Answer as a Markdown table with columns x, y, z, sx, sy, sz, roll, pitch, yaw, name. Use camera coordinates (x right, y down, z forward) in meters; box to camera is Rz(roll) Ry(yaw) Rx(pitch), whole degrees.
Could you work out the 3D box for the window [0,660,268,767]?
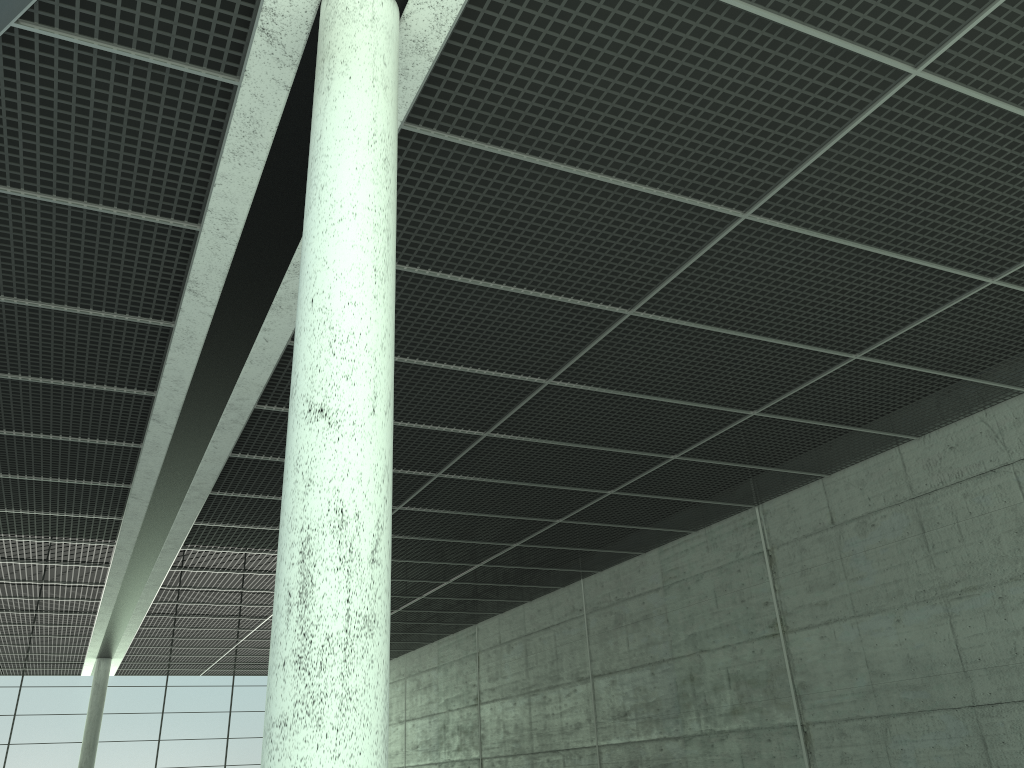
| x | y | z | sx | sy | sz | roll | pitch | yaw | name |
| --- | --- | --- | --- | --- | --- | --- | --- | --- | --- |
| -40.664 | 11.647 | 31.129 | 100.573 | 16.076 | 99.807 | 9 | -29 | -24 | window |
